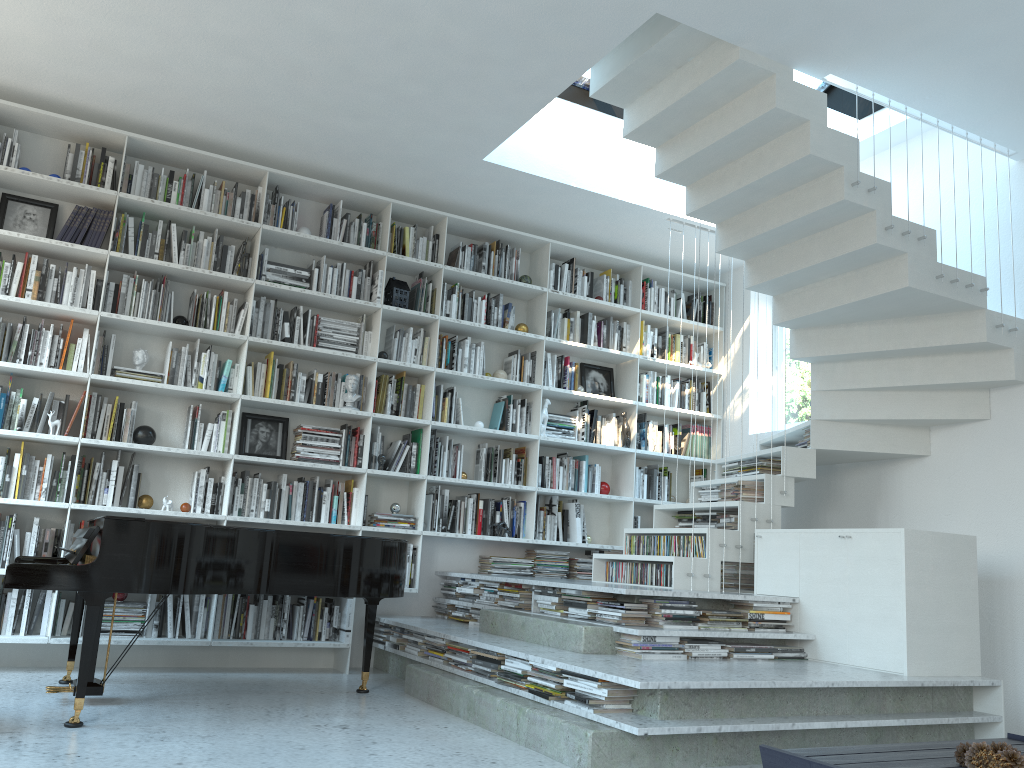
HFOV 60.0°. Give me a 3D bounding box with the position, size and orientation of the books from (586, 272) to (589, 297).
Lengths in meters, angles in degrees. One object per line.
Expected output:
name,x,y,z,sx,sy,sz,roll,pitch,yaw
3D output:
books,0.555,-0.735,6.961,0.012,0.253,0.161,9,-12,-27

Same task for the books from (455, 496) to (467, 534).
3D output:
books,-0.362,0.919,6.205,0.014,0.267,0.172,9,-12,-27

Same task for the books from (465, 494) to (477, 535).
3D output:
books,-0.299,0.923,6.247,0.012,0.284,0.159,9,-12,-27

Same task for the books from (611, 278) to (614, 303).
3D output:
books,0.757,-0.703,7.045,0.031,0.248,0.165,9,-12,-27

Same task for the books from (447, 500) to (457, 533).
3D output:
books,-0.453,0.921,6.152,0.065,0.231,0.162,9,-12,-27

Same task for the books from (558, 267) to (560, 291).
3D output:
books,0.315,-0.767,6.822,0.024,0.230,0.169,9,-12,-27

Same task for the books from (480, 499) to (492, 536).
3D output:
books,-0.198,0.947,6.280,0.026,0.262,0.173,9,-12,-27

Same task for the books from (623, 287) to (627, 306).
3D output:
books,0.868,-0.661,7.123,0.031,0.211,0.131,9,-12,-27

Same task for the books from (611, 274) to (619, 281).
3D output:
books,0.805,-0.717,7.088,0.020,0.298,0.131,9,-12,-27

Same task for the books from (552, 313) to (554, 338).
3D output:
books,0.273,-0.412,6.750,0.013,0.236,0.142,9,-12,-27

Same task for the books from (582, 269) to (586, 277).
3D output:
books,0.528,-0.751,6.953,0.012,0.278,0.153,9,-12,-27

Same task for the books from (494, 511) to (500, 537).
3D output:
books,-0.137,0.998,6.307,0.025,0.180,0.169,9,-12,-27

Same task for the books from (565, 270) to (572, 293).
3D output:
books,0.404,-0.751,6.870,0.031,0.230,0.148,9,-12,-27

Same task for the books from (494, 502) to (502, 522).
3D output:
books,-0.120,0.968,6.324,0.012,0.248,0.165,9,-12,-27

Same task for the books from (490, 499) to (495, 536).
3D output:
books,-0.179,0.952,6.298,0.026,0.262,0.169,9,-12,-27

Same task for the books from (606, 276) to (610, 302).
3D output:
books,0.709,-0.712,7.022,0.016,0.251,0.189,9,-12,-27

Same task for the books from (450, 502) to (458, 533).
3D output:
books,-0.420,0.934,6.168,0.011,0.216,0.176,9,-12,-27

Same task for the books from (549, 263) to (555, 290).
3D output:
books,0.272,-0.784,6.798,0.025,0.250,0.178,9,-12,-27

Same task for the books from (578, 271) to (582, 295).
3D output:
books,0.482,-0.743,6.903,0.022,0.235,0.172,9,-12,-27

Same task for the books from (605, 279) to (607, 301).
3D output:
books,0.693,-0.700,7.006,0.008,0.220,0.183,9,-12,-26

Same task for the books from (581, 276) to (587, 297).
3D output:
books,0.522,-0.720,6.915,0.024,0.201,0.190,9,-12,-27

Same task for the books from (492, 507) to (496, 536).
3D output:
books,-0.160,0.981,6.305,0.022,0.210,0.136,9,-12,-27

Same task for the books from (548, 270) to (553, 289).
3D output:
books,0.254,-0.756,6.771,0.022,0.182,0.190,9,-12,-27

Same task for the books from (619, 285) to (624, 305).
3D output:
books,0.830,-0.672,7.078,0.029,0.209,0.169,9,-12,-27

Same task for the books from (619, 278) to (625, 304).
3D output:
books,0.848,-0.699,7.112,0.025,0.279,0.136,9,-12,-27

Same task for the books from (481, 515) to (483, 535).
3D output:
books,-0.244,0.954,6.266,0.025,0.237,0.156,9,-12,-27

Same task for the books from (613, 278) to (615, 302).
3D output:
books,0.771,-0.701,7.069,0.017,0.256,0.146,9,-12,-27

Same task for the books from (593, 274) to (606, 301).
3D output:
books,0.684,-0.720,7.000,0.019,0.255,0.169,9,-12,-27

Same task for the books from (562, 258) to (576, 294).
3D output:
books,0.432,-0.799,6.880,0.014,0.331,0.180,9,-12,-27

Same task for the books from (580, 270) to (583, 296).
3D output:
books,0.497,-0.747,6.921,0.021,0.253,0.151,9,-12,-27

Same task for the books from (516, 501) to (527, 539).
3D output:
books,0.056,0.984,6.408,0.025,0.272,0.171,9,-12,-27

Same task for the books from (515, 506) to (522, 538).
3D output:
books,0.013,0.998,6.375,0.025,0.227,0.176,9,-12,-27

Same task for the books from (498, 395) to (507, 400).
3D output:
books,-0.076,0.233,6.479,0.016,0.289,0.135,9,-12,-27

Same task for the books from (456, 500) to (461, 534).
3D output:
books,-0.407,0.930,6.188,0.029,0.234,0.142,9,-12,-27

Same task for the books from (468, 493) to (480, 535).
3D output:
books,-0.278,0.917,6.234,0.012,0.292,0.175,9,-12,-27

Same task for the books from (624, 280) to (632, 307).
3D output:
books,0.905,-0.685,7.122,0.026,0.262,0.163,9,-12,-27

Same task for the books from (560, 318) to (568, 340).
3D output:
books,0.364,-0.386,6.778,0.025,0.207,0.175,9,-12,-27

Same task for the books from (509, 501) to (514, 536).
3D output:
books,-0.036,0.975,6.373,0.021,0.264,0.150,9,-12,-27

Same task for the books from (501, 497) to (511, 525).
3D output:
books,-0.050,0.958,6.367,0.013,0.293,0.135,9,-12,-27

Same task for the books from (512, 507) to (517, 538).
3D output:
books,-0.017,0.998,6.365,0.013,0.219,0.168,9,-12,-27

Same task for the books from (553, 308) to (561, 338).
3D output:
books,0.303,-0.430,6.768,0.052,0.281,0.167,9,-12,-27

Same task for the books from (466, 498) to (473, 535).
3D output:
books,-0.330,0.930,6.208,0.025,0.252,0.181,9,-12,-27

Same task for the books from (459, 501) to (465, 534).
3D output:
books,-0.382,0.936,6.195,0.024,0.227,0.160,9,-12,-27

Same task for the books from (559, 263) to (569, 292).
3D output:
books,0.372,-0.780,6.855,0.048,0.277,0.150,9,-12,-27

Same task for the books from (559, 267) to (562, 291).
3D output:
books,0.330,-0.769,6.851,0.027,0.249,0.140,9,-12,-27

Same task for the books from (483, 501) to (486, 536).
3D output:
books,-0.227,0.956,6.282,0.021,0.242,0.131,9,-12,-27

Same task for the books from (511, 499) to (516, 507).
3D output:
books,-0.016,0.973,6.399,0.012,0.282,0.143,9,-12,-27

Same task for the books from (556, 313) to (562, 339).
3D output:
books,0.332,-0.408,6.790,0.026,0.250,0.130,9,-12,-27

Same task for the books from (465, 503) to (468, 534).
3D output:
books,-0.355,0.944,6.211,0.012,0.221,0.153,9,-12,-27

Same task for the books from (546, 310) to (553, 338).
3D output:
books,0.261,-0.422,6.748,0.012,0.253,0.161,9,-12,-27

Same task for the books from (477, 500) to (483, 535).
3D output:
books,-0.262,0.945,6.242,0.031,0.243,0.185,9,-12,-27

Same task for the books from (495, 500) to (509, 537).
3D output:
books,-0.083,0.964,6.338,0.070,0.266,0.186,9,-12,-27

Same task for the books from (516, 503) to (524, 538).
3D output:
books,0.034,0.988,6.395,0.026,0.257,0.157,9,-12,-27

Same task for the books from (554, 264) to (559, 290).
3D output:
books,0.297,-0.777,6.805,0.026,0.241,0.185,9,-12,-27

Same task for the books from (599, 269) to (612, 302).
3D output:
books,0.737,-0.741,7.041,0.007,0.320,0.166,9,-12,-27

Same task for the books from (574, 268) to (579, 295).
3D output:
books,0.467,-0.758,6.896,0.014,0.261,0.168,9,-12,-27

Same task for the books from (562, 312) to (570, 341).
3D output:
books,0.386,-0.408,6.798,0.026,0.260,0.167,9,-12,-27

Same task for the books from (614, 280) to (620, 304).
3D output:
books,0.796,-0.691,7.056,0.018,0.234,0.186,9,-12,-27

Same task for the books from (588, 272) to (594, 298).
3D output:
books,0.580,-0.736,6.960,0.030,0.257,0.165,9,-12,-27

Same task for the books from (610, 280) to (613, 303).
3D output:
books,0.744,-0.695,7.028,0.007,0.225,0.170,9,-12,-26
